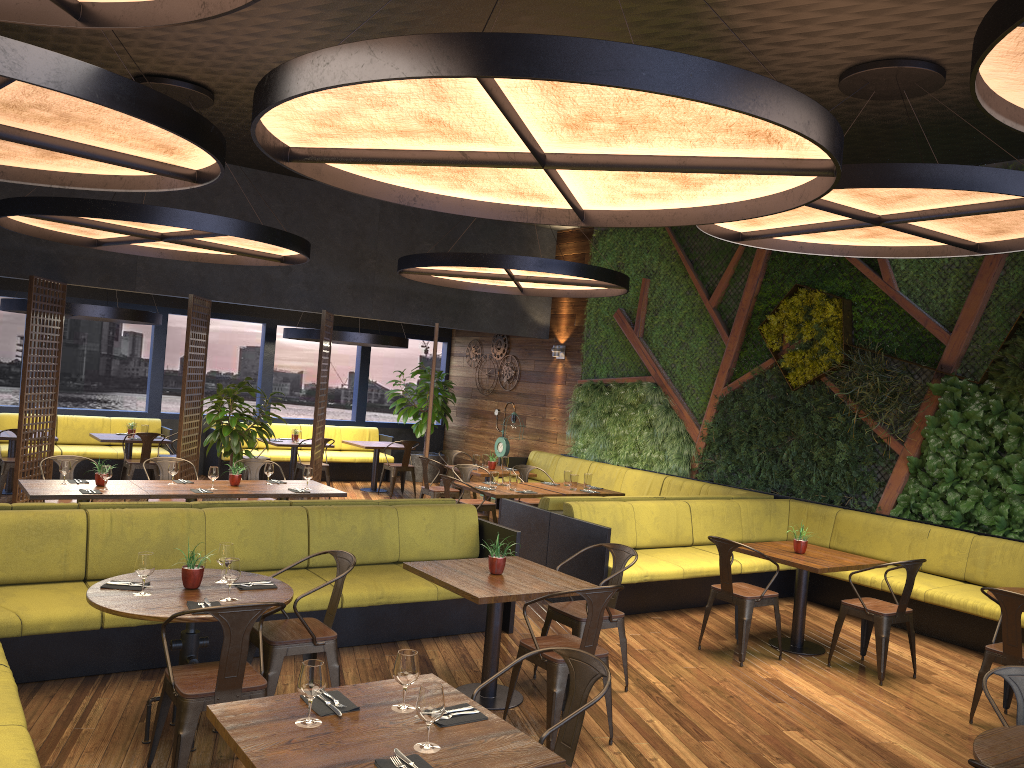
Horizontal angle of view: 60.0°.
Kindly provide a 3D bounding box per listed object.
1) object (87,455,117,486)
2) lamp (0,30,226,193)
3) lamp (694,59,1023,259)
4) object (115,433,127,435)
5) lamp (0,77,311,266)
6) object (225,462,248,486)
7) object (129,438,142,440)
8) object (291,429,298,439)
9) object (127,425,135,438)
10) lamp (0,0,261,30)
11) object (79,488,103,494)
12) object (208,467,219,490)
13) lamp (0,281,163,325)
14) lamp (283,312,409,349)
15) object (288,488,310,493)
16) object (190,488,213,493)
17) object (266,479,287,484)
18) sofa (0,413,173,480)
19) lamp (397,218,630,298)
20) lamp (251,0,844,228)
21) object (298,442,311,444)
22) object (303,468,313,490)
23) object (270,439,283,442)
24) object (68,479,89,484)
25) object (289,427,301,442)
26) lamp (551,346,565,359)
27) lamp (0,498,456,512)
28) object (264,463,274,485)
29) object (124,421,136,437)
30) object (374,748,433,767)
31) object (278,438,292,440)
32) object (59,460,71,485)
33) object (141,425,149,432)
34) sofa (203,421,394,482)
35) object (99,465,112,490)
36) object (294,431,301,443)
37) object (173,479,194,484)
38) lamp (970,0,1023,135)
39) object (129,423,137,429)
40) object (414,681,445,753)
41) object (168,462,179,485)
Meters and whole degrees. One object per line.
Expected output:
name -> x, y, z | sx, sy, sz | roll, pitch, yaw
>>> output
object -> -3.605, 0.758, 7.778 | 0.238, 0.271, 0.260 | 5, 0, -13
lamp -> -2.855, -2.017, 4.489 | 2.778, 1.475, 2.778 | 4, 0, -30
lamp -> 2.830, -1.748, 6.727 | 2.778, 1.159, 2.778 | 4, 0, -44
object -> -5.495, 0.711, 12.616 | 0.255, 0.019, 0.157 | 4, 0, -35
lamp -> -3.296, -2.071, 8.477 | 2.778, 1.475, 2.778 | 4, 0, -34
object -> -2.638, 0.833, 8.441 | 0.238, 0.271, 0.260 | 5, 0, -13
object -> -5.116, 0.744, 12.073 | 0.255, 0.019, 0.157 | 4, 0, -35
object -> -3.399, 0.794, 13.857 | 0.102, 0.178, 0.102 | 5, 0, 41
object -> -5.241, 0.653, 12.175 | 0.102, 0.178, 0.102 | 5, 0, 41
lamp -> -1.941, -2.112, 2.438 | 2.778, 1.159, 2.778 | 5, 0, 16
object -> -3.535, 0.895, 7.435 | 0.157, 0.019, 0.255 | 4, 0, -34
object -> -2.735, 0.862, 8.116 | 0.097, 0.206, 0.097 | 5, 0, 11
lamp -> -5.739, -1.979, 12.055 | 1.979, 2.172, 1.979 | 5, 0, 11
lamp -> -2.573, -1.736, 14.229 | 1.979, 2.172, 1.979 | 5, 0, 41
object -> -2.040, 1.011, 8.462 | 0.157, 0.019, 0.255 | 4, 0, -34
object -> -2.787, 0.953, 7.948 | 0.157, 0.019, 0.255 | 4, 0, -34
object -> -2.364, 0.983, 8.924 | 0.157, 0.019, 0.255 | 4, 0, -34
sofa -> -6.672, 0.932, 13.007 | 3.061, 0.914, 0.966 | 4, 0, -34
lamp -> 0.066, -1.887, 10.684 | 2.778, 1.362, 2.778 | 5, 0, 20
lamp -> 0.211, -1.770, 4.385 | 2.778, 1.475, 2.778 | 5, 0, 15
object -> -3.157, 0.895, 13.416 | 0.255, 0.019, 0.157 | 4, 0, -35
object -> -1.987, 0.920, 8.630 | 0.097, 0.206, 0.097 | 5, 0, 11
object -> -3.610, 0.858, 13.538 | 0.157, 0.019, 0.255 | 4, 0, -35
object -> -3.859, 0.867, 7.898 | 0.157, 0.019, 0.255 | 4, 0, -34
object -> -3.346, 0.752, 13.680 | 0.238, 0.271, 0.260 | 5, 0, -13
lamp -> 0.720, -0.519, 14.299 | 0.189, 0.215, 0.215 | 4, 0, -34
lamp -> -4.924, 0.200, 6.295 | 9.057, 2.714, 3.017 | 4, 0, -34
object -> -2.402, 0.886, 8.755 | 0.097, 0.206, 0.097 | 5, 0, 11
object -> -5.287, 0.602, 12.352 | 0.238, 0.271, 0.260 | 5, 0, -13
object -> -0.322, 1.175, 2.723 | 0.157, 0.019, 0.255 | 4, 0, -34
object -> -3.536, 0.862, 13.959 | 0.255, 0.019, 0.157 | 4, 0, -35
object -> -3.897, 0.771, 7.729 | 0.097, 0.206, 0.097 | 5, 0, 11
object -> -5.128, 0.662, 12.370 | 0.102, 0.178, 0.102 | 5, 0, 41
sofa -> -3.554, 1.173, 15.148 | 3.061, 0.914, 0.966 | 4, 0, -34
object -> -3.482, 0.805, 7.603 | 0.097, 0.206, 0.097 | 5, 0, 11
object -> -3.282, 0.805, 13.518 | 0.102, 0.178, 0.102 | 5, 0, 41
object -> -3.112, 0.925, 8.411 | 0.157, 0.019, 0.255 | 4, 0, -34
lamp -> 3.161, -1.705, 3.011 | 2.778, 1.159, 2.778 | 5, 0, 33
object -> -5.358, 0.642, 12.514 | 0.102, 0.178, 0.102 | 5, 0, 41
object -> -0.269, 1.084, 2.891 | 0.097, 0.206, 0.097 | 4, 0, -43
object -> -3.149, 0.828, 8.242 | 0.097, 0.206, 0.097 | 5, 0, 11
